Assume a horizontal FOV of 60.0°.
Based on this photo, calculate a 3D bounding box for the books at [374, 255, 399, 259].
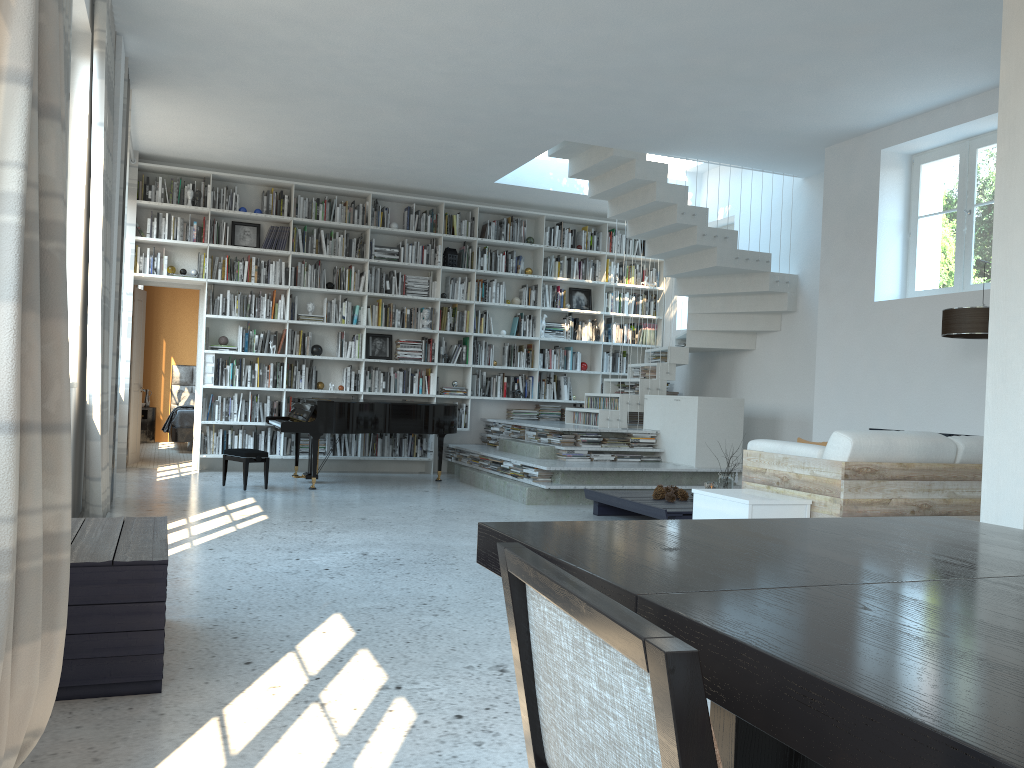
[{"bbox_3d":[-1.445,-1.438,10.082,0.285,0.012,0.159,3,-1,-24],"label":"books"}]

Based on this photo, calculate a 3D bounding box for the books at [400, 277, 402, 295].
[{"bbox_3d":[-1.290,-1.105,10.150,0.024,0.216,0.132,2,0,-21],"label":"books"}]

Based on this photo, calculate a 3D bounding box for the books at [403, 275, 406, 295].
[{"bbox_3d":[-1.250,-1.119,10.143,0.013,0.247,0.176,2,0,-21],"label":"books"}]

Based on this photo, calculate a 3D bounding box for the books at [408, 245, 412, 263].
[{"bbox_3d":[-1.192,-1.468,10.172,0.027,0.216,0.190,2,0,-21],"label":"books"}]

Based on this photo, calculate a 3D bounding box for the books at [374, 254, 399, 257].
[{"bbox_3d":[-1.446,-1.450,10.084,0.285,0.012,0.159,3,-1,-23],"label":"books"}]

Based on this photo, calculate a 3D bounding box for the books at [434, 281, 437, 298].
[{"bbox_3d":[-0.912,-1.081,10.305,0.030,0.205,0.158,2,0,-21],"label":"books"}]

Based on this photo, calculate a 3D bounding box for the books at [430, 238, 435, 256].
[{"bbox_3d":[-0.925,-1.514,10.281,0.012,0.334,0.155,2,0,-21],"label":"books"}]

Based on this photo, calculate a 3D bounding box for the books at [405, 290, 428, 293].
[{"bbox_3d":[-1.116,-1.056,10.223,0.254,0.012,0.161,3,-1,-22],"label":"books"}]

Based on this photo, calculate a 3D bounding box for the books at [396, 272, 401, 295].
[{"bbox_3d":[-1.304,-1.132,10.128,0.021,0.269,0.191,2,0,-21],"label":"books"}]

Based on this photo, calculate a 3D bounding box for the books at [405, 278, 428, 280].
[{"bbox_3d":[-1.111,-1.203,10.225,0.254,0.012,0.161,3,-1,-21],"label":"books"}]

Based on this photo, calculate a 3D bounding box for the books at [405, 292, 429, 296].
[{"bbox_3d":[-1.117,-1.032,10.223,0.285,0.012,0.159,3,-1,-20],"label":"books"}]

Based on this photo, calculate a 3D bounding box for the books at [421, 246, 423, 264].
[{"bbox_3d":[-1.059,-1.468,10.230,0.010,0.230,0.152,2,0,-21],"label":"books"}]

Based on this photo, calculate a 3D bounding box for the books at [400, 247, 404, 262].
[{"bbox_3d":[-1.278,-1.457,10.136,0.025,0.187,0.193,2,0,-21],"label":"books"}]

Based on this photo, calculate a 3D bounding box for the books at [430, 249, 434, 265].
[{"bbox_3d":[-0.943,-1.449,10.265,0.029,0.202,0.191,2,0,-21],"label":"books"}]

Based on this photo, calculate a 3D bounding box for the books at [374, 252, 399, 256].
[{"bbox_3d":[-1.441,-1.468,10.078,0.285,0.024,0.159,3,-1,-16],"label":"books"}]

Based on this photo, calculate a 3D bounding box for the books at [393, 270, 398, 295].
[{"bbox_3d":[-1.341,-1.145,10.128,0.049,0.291,0.162,2,0,-21],"label":"books"}]

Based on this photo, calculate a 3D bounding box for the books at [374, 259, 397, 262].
[{"bbox_3d":[-1.447,-1.390,10.080,0.254,0.012,0.161,3,-1,-17],"label":"books"}]

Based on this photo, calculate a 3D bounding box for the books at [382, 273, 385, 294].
[{"bbox_3d":[-1.477,-1.131,10.070,0.014,0.250,0.172,2,0,-21],"label":"books"}]

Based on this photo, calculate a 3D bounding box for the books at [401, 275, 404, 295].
[{"bbox_3d":[-1.268,-1.119,10.149,0.015,0.245,0.183,2,0,-21],"label":"books"}]

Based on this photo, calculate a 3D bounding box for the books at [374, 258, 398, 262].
[{"bbox_3d":[-1.447,-1.402,10.082,0.285,0.012,0.159,3,-1,-18],"label":"books"}]

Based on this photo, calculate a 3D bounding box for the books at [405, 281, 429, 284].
[{"bbox_3d":[-1.112,-1.165,10.223,0.285,0.012,0.159,3,-1,-22],"label":"books"}]

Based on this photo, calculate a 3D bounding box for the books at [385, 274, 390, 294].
[{"bbox_3d":[-1.428,-1.122,10.085,0.066,0.236,0.153,2,0,-21],"label":"books"}]

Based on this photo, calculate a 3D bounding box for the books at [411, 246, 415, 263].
[{"bbox_3d":[-1.156,-1.467,10.189,0.028,0.219,0.183,2,0,-21],"label":"books"}]

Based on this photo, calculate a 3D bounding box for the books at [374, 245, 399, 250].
[{"bbox_3d":[-1.442,-1.541,10.089,0.285,0.024,0.159,3,-1,-21],"label":"books"}]

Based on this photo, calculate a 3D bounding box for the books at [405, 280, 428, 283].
[{"bbox_3d":[-1.108,-1.177,10.215,0.254,0.012,0.161,3,-1,-16],"label":"books"}]

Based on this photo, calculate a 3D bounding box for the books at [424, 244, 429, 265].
[{"bbox_3d":[-0.997,-1.475,10.242,0.032,0.248,0.173,2,0,-21],"label":"books"}]

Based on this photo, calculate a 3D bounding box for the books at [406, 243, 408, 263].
[{"bbox_3d":[-1.224,-1.480,10.161,0.021,0.237,0.171,2,0,-21],"label":"books"}]

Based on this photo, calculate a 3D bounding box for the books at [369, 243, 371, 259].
[{"bbox_3d":[-1.622,-1.481,9.997,0.027,0.201,0.167,2,0,-21],"label":"books"}]

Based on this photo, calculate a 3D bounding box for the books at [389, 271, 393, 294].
[{"bbox_3d":[-1.390,-1.145,10.113,0.022,0.285,0.130,2,0,-21],"label":"books"}]

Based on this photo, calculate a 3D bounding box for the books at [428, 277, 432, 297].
[{"bbox_3d":[-0.962,-1.109,10.265,0.012,0.254,0.161,2,0,-21],"label":"books"}]

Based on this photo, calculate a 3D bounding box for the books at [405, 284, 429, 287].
[{"bbox_3d":[-1.112,-1.128,10.219,0.285,0.012,0.159,3,-1,-18],"label":"books"}]

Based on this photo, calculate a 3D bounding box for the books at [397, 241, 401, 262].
[{"bbox_3d":[-1.295,-1.492,10.133,0.012,0.254,0.161,2,0,-21],"label":"books"}]

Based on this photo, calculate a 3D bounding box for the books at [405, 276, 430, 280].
[{"bbox_3d":[-1.106,-1.215,10.214,0.285,0.012,0.159,3,-1,-26],"label":"books"}]

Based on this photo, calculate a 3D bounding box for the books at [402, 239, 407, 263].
[{"bbox_3d":[-1.232,-1.504,10.140,0.011,0.284,0.190,2,0,-21],"label":"books"}]

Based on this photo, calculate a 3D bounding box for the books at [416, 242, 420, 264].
[{"bbox_3d":[-1.104,-1.490,10.208,0.023,0.269,0.184,2,0,-21],"label":"books"}]

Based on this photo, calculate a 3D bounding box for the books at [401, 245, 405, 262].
[{"bbox_3d":[-1.265,-1.475,10.172,0.024,0.223,0.128,2,0,-21],"label":"books"}]

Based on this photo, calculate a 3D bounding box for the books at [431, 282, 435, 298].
[{"bbox_3d":[-0.937,-1.079,10.289,0.029,0.198,0.172,2,0,-21],"label":"books"}]

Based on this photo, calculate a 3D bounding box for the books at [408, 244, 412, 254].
[{"bbox_3d":[-1.178,-1.481,10.190,0.012,0.244,0.131,2,0,-21],"label":"books"}]

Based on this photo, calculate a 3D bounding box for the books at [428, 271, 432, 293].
[{"bbox_3d":[-0.955,-1.140,10.284,0.012,0.319,0.139,2,0,-21],"label":"books"}]

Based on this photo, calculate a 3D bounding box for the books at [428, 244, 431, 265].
[{"bbox_3d":[-0.974,-1.480,10.268,0.029,0.261,0.133,2,0,-21],"label":"books"}]

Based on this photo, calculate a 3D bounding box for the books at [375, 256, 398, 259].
[{"bbox_3d":[-1.446,-1.426,10.082,0.254,0.012,0.161,3,-1,-24],"label":"books"}]

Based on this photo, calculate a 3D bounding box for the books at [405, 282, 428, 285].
[{"bbox_3d":[-1.112,-1.153,10.221,0.254,0.012,0.161,3,-1,-19],"label":"books"}]

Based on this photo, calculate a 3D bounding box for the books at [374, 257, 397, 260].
[{"bbox_3d":[-1.445,-1.414,10.078,0.254,0.012,0.161,3,-1,-16],"label":"books"}]

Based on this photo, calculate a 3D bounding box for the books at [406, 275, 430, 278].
[{"bbox_3d":[-1.109,-1.227,10.221,0.285,0.012,0.159,3,-1,-19],"label":"books"}]

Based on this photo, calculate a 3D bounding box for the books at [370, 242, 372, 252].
[{"bbox_3d":[-1.608,-1.489,10.017,0.013,0.218,0.141,2,0,-21],"label":"books"}]

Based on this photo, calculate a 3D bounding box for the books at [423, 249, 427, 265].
[{"bbox_3d":[-1.026,-1.446,10.232,0.029,0.188,0.176,2,0,-21],"label":"books"}]

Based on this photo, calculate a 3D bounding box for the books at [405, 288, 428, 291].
[{"bbox_3d":[-1.114,-1.080,10.221,0.254,0.012,0.161,3,-1,-19],"label":"books"}]

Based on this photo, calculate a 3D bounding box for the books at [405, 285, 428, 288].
[{"bbox_3d":[-1.114,-1.116,10.223,0.254,0.012,0.161,3,-1,-20],"label":"books"}]

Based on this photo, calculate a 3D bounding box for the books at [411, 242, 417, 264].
[{"bbox_3d":[-1.135,-1.493,10.218,0.029,0.273,0.140,2,0,-21],"label":"books"}]

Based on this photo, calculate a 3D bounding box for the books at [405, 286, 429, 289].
[{"bbox_3d":[-1.115,-1.104,10.223,0.285,0.012,0.159,3,-1,-20],"label":"books"}]

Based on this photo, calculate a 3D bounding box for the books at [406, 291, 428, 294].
[{"bbox_3d":[-1.118,-1.044,10.225,0.254,0.012,0.161,3,-1,-21],"label":"books"}]

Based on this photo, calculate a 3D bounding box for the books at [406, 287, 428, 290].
[{"bbox_3d":[-1.114,-1.092,10.221,0.254,0.012,0.161,3,-1,-23],"label":"books"}]

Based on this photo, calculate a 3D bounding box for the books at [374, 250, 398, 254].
[{"bbox_3d":[-1.441,-1.493,10.080,0.254,0.025,0.161,3,-1,-25],"label":"books"}]

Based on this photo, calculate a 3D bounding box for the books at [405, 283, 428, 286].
[{"bbox_3d":[-1.111,-1.141,10.219,0.254,0.012,0.161,3,-1,-24],"label":"books"}]

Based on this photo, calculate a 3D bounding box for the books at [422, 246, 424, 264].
[{"bbox_3d":[-1.046,-1.468,10.228,0.012,0.230,0.158,2,0,-21],"label":"books"}]

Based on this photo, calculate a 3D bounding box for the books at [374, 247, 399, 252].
[{"bbox_3d":[-1.441,-1.517,10.084,0.285,0.024,0.159,3,-1,-19],"label":"books"}]

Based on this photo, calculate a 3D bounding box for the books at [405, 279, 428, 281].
[{"bbox_3d":[-1.110,-1.191,10.221,0.254,0.012,0.161,3,-1,-19],"label":"books"}]

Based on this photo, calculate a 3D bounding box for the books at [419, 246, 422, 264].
[{"bbox_3d":[-1.080,-1.466,10.208,0.023,0.223,0.190,2,0,-21],"label":"books"}]

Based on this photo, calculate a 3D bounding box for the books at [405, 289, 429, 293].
[{"bbox_3d":[-1.114,-1.068,10.219,0.285,0.012,0.159,3,-1,-24],"label":"books"}]

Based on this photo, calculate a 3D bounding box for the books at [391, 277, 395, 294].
[{"bbox_3d":[-1.368,-1.109,10.115,0.024,0.216,0.148,2,0,-21],"label":"books"}]
